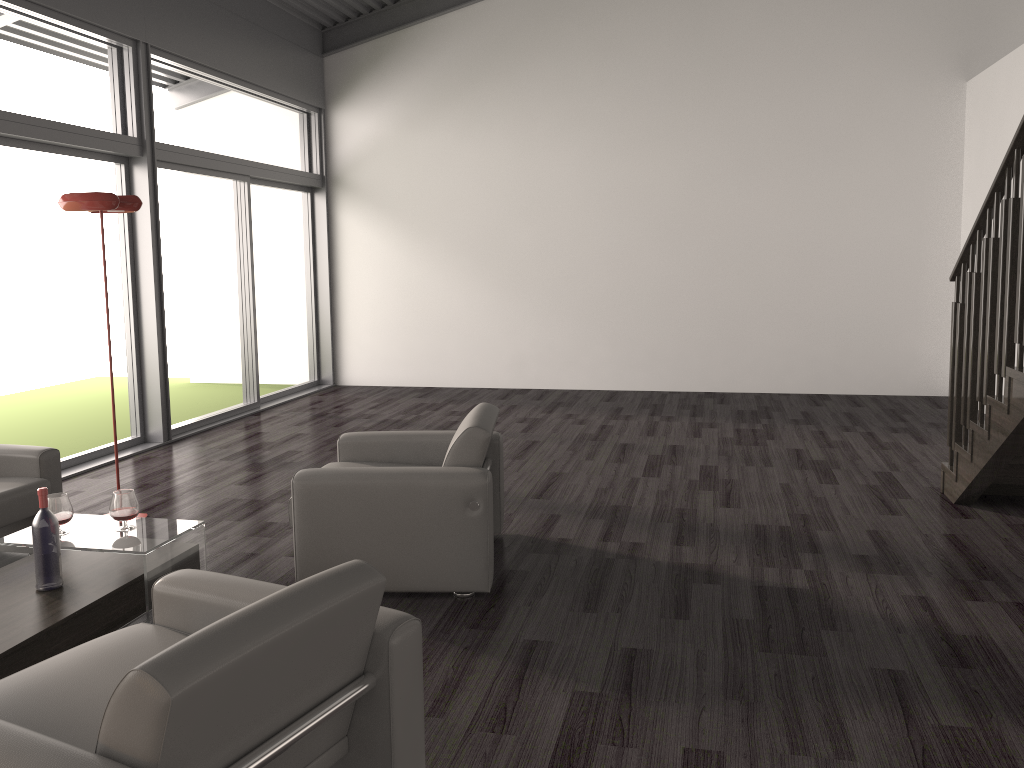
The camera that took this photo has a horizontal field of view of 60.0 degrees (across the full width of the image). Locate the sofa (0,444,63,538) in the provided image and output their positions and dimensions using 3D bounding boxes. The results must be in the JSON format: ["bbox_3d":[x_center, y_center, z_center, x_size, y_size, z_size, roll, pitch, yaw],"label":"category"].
[{"bbox_3d":[-2.815,0.620,3.437,0.902,0.714,2.124,1,8,13],"label":"sofa"}]

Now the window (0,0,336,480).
[{"bbox_3d":[-3.286,-1.020,5.272,0.385,3.456,9.789,0,8,13],"label":"window"}]

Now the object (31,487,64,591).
[{"bbox_3d":[-1.688,0.558,3.211,0.093,0.369,0.093,0,6,12],"label":"object"}]

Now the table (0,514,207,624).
[{"bbox_3d":[-1.651,0.761,3.587,0.680,0.340,0.402,1,7,13],"label":"table"}]

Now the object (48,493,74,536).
[{"bbox_3d":[-1.814,0.521,3.538,0.116,0.155,0.116,0,7,4],"label":"object"}]

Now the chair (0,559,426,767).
[{"bbox_3d":[-0.833,0.787,2.053,0.910,0.714,0.967,3,8,28],"label":"chair"}]

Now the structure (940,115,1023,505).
[{"bbox_3d":[2.297,-0.931,1.856,1.000,4.077,6.371,0,8,13],"label":"structure"}]

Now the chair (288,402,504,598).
[{"bbox_3d":[-0.516,0.484,4.144,0.910,0.714,0.967,-1,7,3],"label":"chair"}]

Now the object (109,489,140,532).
[{"bbox_3d":[-1.567,0.510,3.586,0.116,0.155,0.116,2,7,21],"label":"object"}]

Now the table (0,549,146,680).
[{"bbox_3d":[-1.738,0.872,3.204,0.600,0.249,1.206,1,8,13],"label":"table"}]

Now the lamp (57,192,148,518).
[{"bbox_3d":[-2.197,-0.135,4.849,0.365,1.781,0.354,0,6,13],"label":"lamp"}]
